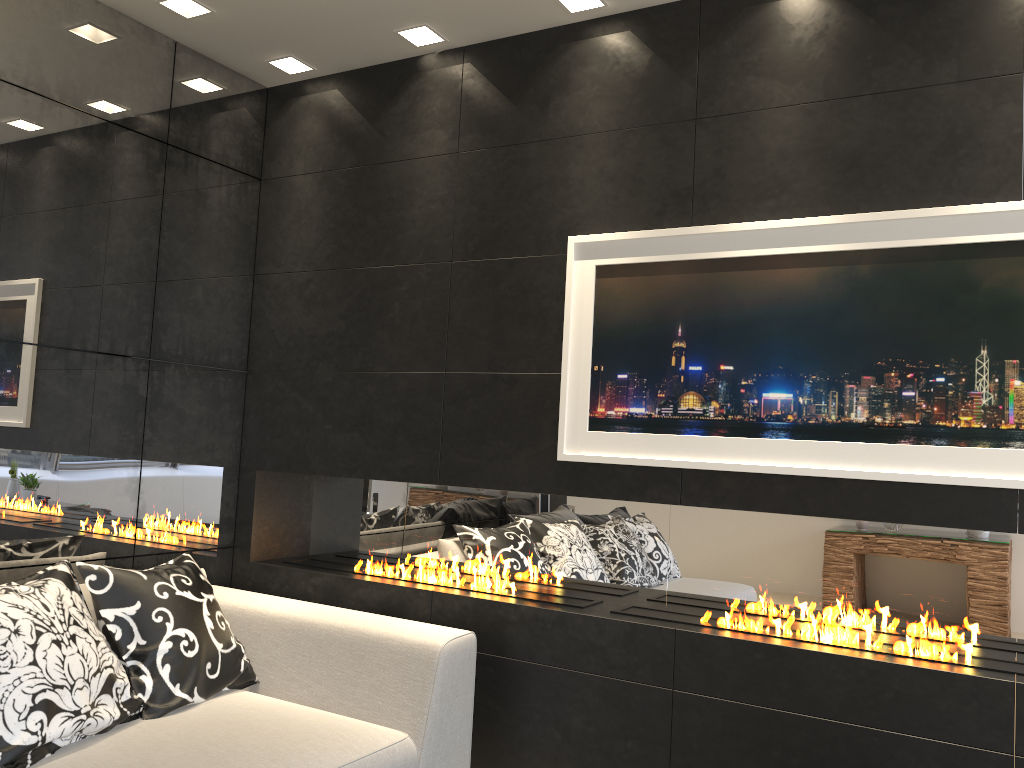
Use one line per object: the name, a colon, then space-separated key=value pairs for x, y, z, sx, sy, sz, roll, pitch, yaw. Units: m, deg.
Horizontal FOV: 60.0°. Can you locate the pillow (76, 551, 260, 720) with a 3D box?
pillow: x=-1.131 y=0.820 z=2.968 sx=0.383 sy=0.479 sz=0.610 roll=2 pitch=-4 yaw=17

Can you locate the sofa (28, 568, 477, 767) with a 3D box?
sofa: x=-1.357 y=1.018 z=2.232 sx=1.334 sy=0.798 sz=2.625 roll=1 pitch=-5 yaw=30

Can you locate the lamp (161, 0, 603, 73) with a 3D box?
lamp: x=-3.570 y=-1.719 z=0.761 sx=9.775 sy=0.004 sz=9.928 roll=1 pitch=-5 yaw=31

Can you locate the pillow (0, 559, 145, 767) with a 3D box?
pillow: x=-1.325 y=0.770 z=2.464 sx=0.390 sy=0.470 sz=0.598 roll=2 pitch=-4 yaw=14

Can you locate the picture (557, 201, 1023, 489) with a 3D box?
picture: x=1.082 y=-0.117 z=2.658 sx=2.068 sy=0.804 sz=0.025 roll=1 pitch=-5 yaw=30
